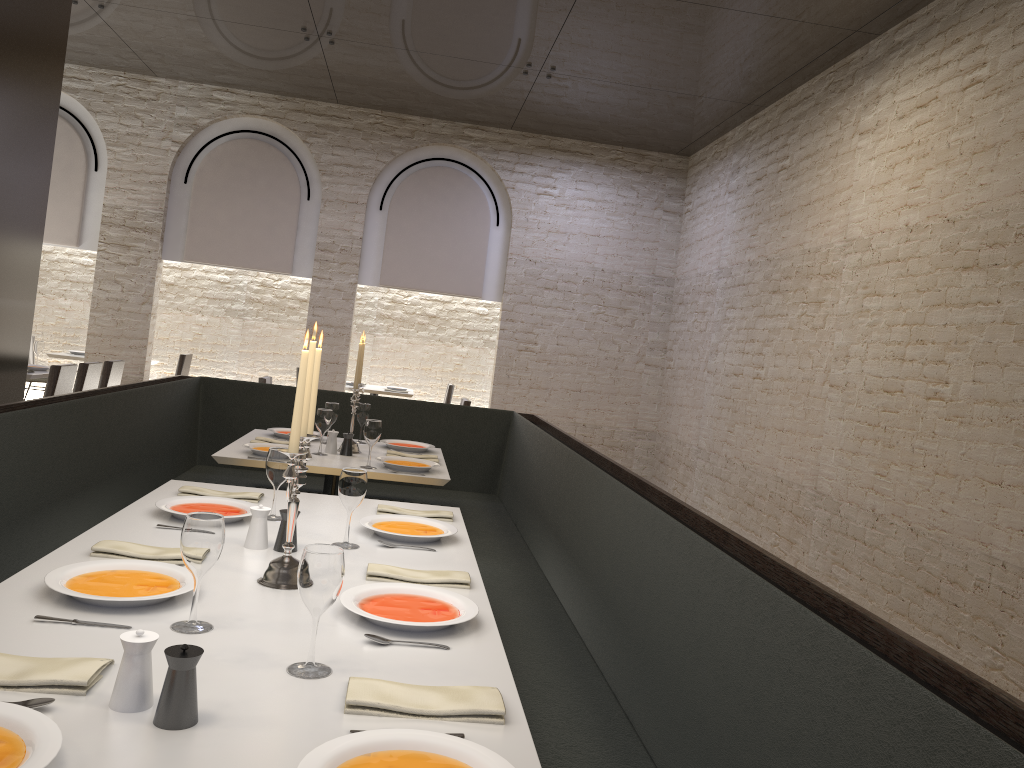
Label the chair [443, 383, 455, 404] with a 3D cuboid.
[{"bbox_3d":[-1.028,0.425,10.710,0.565,0.906,0.412,7,0,-7],"label":"chair"}]

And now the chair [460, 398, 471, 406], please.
[{"bbox_3d":[-0.708,0.564,8.038,0.565,0.906,0.412,7,0,-7],"label":"chair"}]

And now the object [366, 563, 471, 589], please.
[{"bbox_3d":[-0.253,0.514,2.390,0.272,0.033,0.143,7,2,-7],"label":"object"}]

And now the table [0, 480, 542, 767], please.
[{"bbox_3d":[-0.642,0.867,2.159,1.100,0.760,2.541,7,2,-7],"label":"table"}]

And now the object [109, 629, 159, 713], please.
[{"bbox_3d":[-0.606,0.459,1.427,0.069,0.126,0.068,7,0,16],"label":"object"}]

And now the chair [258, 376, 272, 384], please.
[{"bbox_3d":[-2.001,0.415,7.882,0.565,0.906,0.412,7,0,-7],"label":"chair"}]

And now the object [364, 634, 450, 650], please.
[{"bbox_3d":[-0.219,0.539,1.851,0.181,0.015,0.038,7,2,-5],"label":"object"}]

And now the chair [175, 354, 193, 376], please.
[{"bbox_3d":[-4.099,0.071,10.338,0.565,0.906,0.412,7,0,-7],"label":"chair"}]

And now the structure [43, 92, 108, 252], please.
[{"bbox_3d":[-5.142,-2.352,9.481,1.632,1.675,0.098,7,0,-7],"label":"structure"}]

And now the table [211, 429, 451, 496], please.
[{"bbox_3d":[-0.947,0.735,4.697,1.100,0.760,1.189,7,1,-7],"label":"table"}]

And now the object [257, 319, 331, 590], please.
[{"bbox_3d":[-0.526,0.166,2.200,0.131,0.657,0.390,7,0,4],"label":"object"}]

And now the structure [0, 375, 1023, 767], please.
[{"bbox_3d":[-0.421,0.831,0.598,2.370,1.000,10.759,7,2,-7],"label":"structure"}]

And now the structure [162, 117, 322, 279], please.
[{"bbox_3d":[-2.913,-2.095,9.751,1.632,1.675,0.098,7,0,-7],"label":"structure"}]

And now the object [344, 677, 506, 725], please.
[{"bbox_3d":[-0.155,0.557,1.572,0.272,0.033,0.143,7,2,-7],"label":"object"}]

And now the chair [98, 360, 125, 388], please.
[{"bbox_3d":[-3.720,0.219,7.627,0.565,0.906,0.412,7,0,-7],"label":"chair"}]

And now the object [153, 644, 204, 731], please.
[{"bbox_3d":[-0.520,0.470,1.387,0.069,0.126,0.068,7,0,24],"label":"object"}]

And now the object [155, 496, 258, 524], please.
[{"bbox_3d":[-0.965,0.406,2.817,0.321,0.036,0.322,6,2,-11],"label":"object"}]

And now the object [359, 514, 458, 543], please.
[{"bbox_3d":[-0.339,0.478,2.891,0.321,0.036,0.322,6,2,-11],"label":"object"}]

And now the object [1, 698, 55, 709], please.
[{"bbox_3d":[-0.799,0.488,1.363,0.181,0.015,0.038,7,2,-5],"label":"object"}]

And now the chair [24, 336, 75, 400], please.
[{"bbox_3d":[-5.392,-0.078,10.182,0.565,0.906,0.412,7,0,-7],"label":"chair"}]

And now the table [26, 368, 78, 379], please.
[{"bbox_3d":[-4.344,0.225,7.423,0.935,0.760,1.011,7,1,-7],"label":"table"}]

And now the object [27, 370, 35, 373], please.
[{"bbox_3d":[-3.995,-0.112,7.096,0.272,0.033,0.143,7,2,-7],"label":"object"}]

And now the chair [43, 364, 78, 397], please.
[{"bbox_3d":[-3.585,0.278,6.497,0.565,0.906,0.412,7,0,-7],"label":"chair"}]

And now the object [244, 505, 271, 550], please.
[{"bbox_3d":[-0.718,0.404,2.509,0.068,0.126,0.069,7,0,-13],"label":"object"}]

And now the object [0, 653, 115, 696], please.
[{"bbox_3d":[-0.833,0.479,1.490,0.272,0.033,0.143,7,2,-7],"label":"object"}]

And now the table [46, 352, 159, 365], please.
[{"bbox_3d":[-4.752,0.069,10.265,0.935,0.760,1.011,7,1,-7],"label":"table"}]

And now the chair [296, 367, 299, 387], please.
[{"bbox_3d":[-2.321,0.276,10.553,0.565,0.906,0.412,7,0,-7],"label":"chair"}]

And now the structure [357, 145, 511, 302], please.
[{"bbox_3d":[-0.824,-1.854,10.004,1.632,1.675,0.098,7,0,-7],"label":"structure"}]

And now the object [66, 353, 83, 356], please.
[{"bbox_3d":[-4.957,-0.336,10.051,0.185,0.010,0.017,7,2,-7],"label":"object"}]

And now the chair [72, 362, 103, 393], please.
[{"bbox_3d":[-3.652,0.249,7.054,0.565,0.906,0.412,7,0,-7],"label":"chair"}]

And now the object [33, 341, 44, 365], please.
[{"bbox_3d":[-4.123,-0.257,7.703,0.087,0.231,0.086,7,0,23],"label":"object"}]

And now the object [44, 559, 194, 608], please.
[{"bbox_3d":[-0.864,0.450,1.972,0.322,0.036,0.321,7,2,13],"label":"object"}]

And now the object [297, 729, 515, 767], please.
[{"bbox_3d":[-0.139,0.565,1.225,0.321,0.036,0.322,6,2,-31],"label":"object"}]

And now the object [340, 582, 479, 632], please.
[{"bbox_3d":[-0.238,0.522,2.046,0.322,0.036,0.321,7,2,13],"label":"object"}]

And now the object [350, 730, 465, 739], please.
[{"bbox_3d":[-0.168,0.564,1.427,0.185,0.010,0.017,7,2,-7],"label":"object"}]

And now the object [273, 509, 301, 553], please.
[{"bbox_3d":[-0.636,0.414,2.515,0.068,0.126,0.069,7,0,-13],"label":"object"}]

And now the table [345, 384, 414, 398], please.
[{"bbox_3d":[-1.695,0.421,10.635,0.935,0.760,1.011,7,1,-7],"label":"table"}]

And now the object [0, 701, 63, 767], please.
[{"bbox_3d":[-0.765,0.493,1.151,0.321,0.036,0.322,6,2,-9],"label":"object"}]
